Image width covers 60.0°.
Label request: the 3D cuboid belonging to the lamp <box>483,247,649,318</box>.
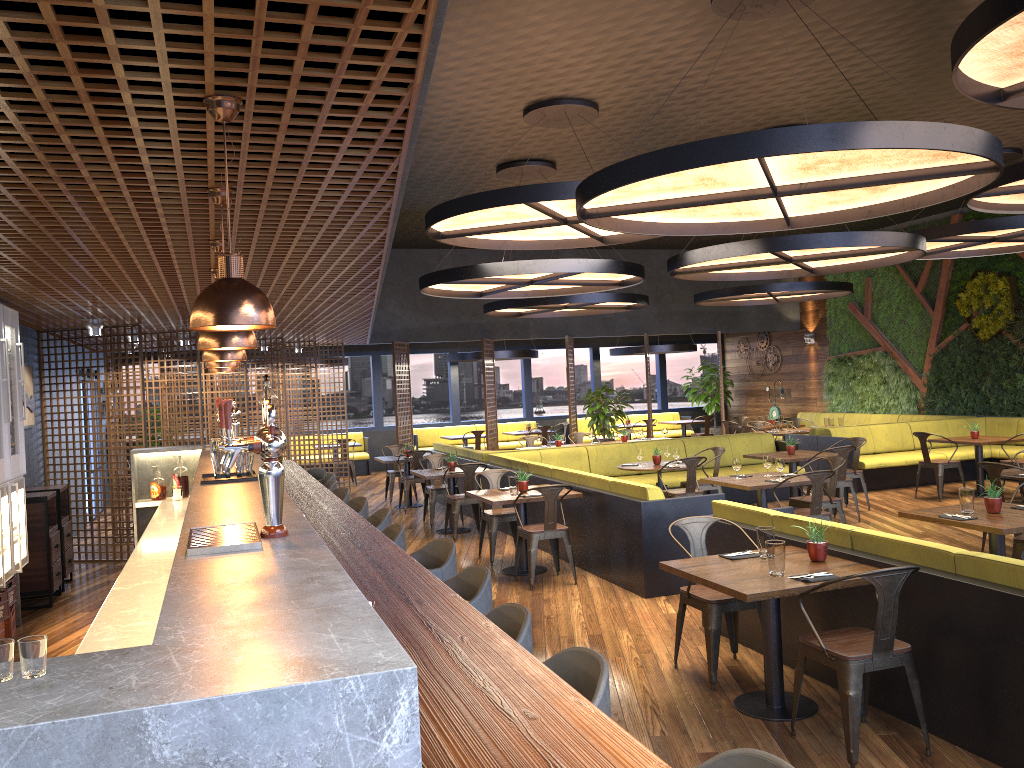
[{"bbox_3d":[0.873,-1.970,14.962,2.778,1.475,2.778,-3,0,-18],"label":"lamp"}]

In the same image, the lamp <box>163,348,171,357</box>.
[{"bbox_3d":[-5.722,-0.537,14.734,0.228,0.172,0.228,-3,0,-19],"label":"lamp"}]

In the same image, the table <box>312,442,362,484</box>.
[{"bbox_3d":[-3.512,1.602,17.844,0.887,0.763,0.906,-3,0,-19],"label":"table"}]

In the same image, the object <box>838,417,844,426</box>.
[{"bbox_3d":[5.828,0.682,15.695,0.102,0.178,0.102,-3,0,-33],"label":"object"}]

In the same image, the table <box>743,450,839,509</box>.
[{"bbox_3d":[3.567,1.268,11.178,0.887,0.763,0.906,-3,0,-19],"label":"table"}]

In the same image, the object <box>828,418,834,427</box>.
[{"bbox_3d":[5.592,0.693,15.526,0.102,0.178,0.102,-3,0,17],"label":"object"}]

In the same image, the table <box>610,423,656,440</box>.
[{"bbox_3d":[2.644,1.304,19.914,0.906,0.763,0.887,-3,0,-19],"label":"table"}]

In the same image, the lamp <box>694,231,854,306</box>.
[{"bbox_3d":[4.706,-2.232,16.165,2.778,1.362,2.778,-3,0,36],"label":"lamp"}]

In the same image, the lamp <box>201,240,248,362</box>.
[{"bbox_3d":[-1.629,-0.464,4.980,0.250,0.673,0.250,-3,0,14],"label":"lamp"}]

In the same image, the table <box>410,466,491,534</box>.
[{"bbox_3d":[-0.738,1.475,11.210,0.887,0.763,0.906,-3,0,-19],"label":"table"}]

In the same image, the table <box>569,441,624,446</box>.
[{"bbox_3d":[1.506,1.364,14.493,0.906,0.763,0.887,-3,0,-19],"label":"table"}]

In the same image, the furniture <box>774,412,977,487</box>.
[{"bbox_3d":[5.524,1.092,16.356,3.378,0.916,4.755,-3,0,-19],"label":"furniture"}]

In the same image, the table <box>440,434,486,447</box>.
[{"bbox_3d":[-0.955,1.478,18.702,0.887,0.763,0.906,-3,0,-19],"label":"table"}]

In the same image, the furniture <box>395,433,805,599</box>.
[{"bbox_3d":[1.865,1.274,11.654,4.895,0.914,7.462,-3,0,-23],"label":"furniture"}]

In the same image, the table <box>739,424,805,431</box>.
[{"bbox_3d":[5.082,1.189,17.315,0.887,0.763,0.906,-3,0,-19],"label":"table"}]

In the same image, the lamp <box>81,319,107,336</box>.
[{"bbox_3d":[-4.380,-0.597,9.307,0.228,0.172,0.228,-3,0,-19],"label":"lamp"}]

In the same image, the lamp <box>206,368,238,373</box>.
[{"bbox_3d":[-2.379,-0.430,7.220,0.250,0.673,0.250,-3,0,14],"label":"lamp"}]

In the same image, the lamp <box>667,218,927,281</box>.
[{"bbox_3d":[3.138,-2.075,10.063,2.778,1.475,2.778,-3,0,31],"label":"lamp"}]

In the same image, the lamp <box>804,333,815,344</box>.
[{"bbox_3d":[6.486,-0.992,19.431,0.189,0.215,0.215,-3,0,-19],"label":"lamp"}]

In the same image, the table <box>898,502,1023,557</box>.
[{"bbox_3d":[3.390,1.281,6.162,0.887,0.763,0.906,-3,0,-19],"label":"table"}]

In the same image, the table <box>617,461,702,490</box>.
[{"bbox_3d":[1.792,1.353,10.699,1.007,0.760,1.007,-3,0,19],"label":"table"}]

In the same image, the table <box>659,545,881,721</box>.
[{"bbox_3d":[1.433,1.377,4.826,0.906,0.763,0.887,-3,0,-19],"label":"table"}]

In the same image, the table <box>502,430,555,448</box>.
[{"bbox_3d":[0.371,1.414,19.151,0.906,0.763,0.887,-3,0,-19],"label":"table"}]

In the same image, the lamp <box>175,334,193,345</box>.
[{"bbox_3d":[-4.458,-0.596,12.068,0.228,0.172,0.228,-3,0,-19],"label":"lamp"}]

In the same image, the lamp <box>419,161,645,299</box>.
[{"bbox_3d":[0.212,-1.934,11.004,2.778,1.475,2.778,-3,0,-15],"label":"lamp"}]

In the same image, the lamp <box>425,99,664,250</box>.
[{"bbox_3d":[0.512,-2.124,8.785,2.778,1.159,2.778,-3,0,32],"label":"lamp"}]

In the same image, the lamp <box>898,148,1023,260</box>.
[{"bbox_3d":[6.279,-2.405,11.603,2.778,1.159,2.778,-3,0,-29],"label":"lamp"}]

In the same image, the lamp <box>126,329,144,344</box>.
[{"bbox_3d":[-4.651,-0.585,10.897,0.228,0.172,0.228,-3,0,-19],"label":"lamp"}]

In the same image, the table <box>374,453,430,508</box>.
[{"bbox_3d":[-1.599,1.514,13.769,0.887,0.763,0.906,-3,0,-19],"label":"table"}]

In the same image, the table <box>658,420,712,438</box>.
[{"bbox_3d":[3.970,1.239,20.355,0.887,0.763,0.906,-3,0,-19],"label":"table"}]

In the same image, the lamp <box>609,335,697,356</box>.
[{"bbox_3d":[3.175,-1.784,20.289,1.979,2.172,1.979,-3,0,-34],"label":"lamp"}]

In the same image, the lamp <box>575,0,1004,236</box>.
[{"bbox_3d":[1.804,-2.007,6.180,2.778,1.475,2.778,-3,0,36],"label":"lamp"}]

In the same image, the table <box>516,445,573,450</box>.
[{"bbox_3d":[0.647,1.405,14.205,0.906,0.763,0.887,-3,0,-19],"label":"table"}]

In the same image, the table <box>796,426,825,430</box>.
[{"bbox_3d":[5.669,1.162,15.731,0.887,0.763,0.906,-3,0,-19],"label":"table"}]

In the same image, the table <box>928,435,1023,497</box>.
[{"bbox_3d":[6.408,1.130,12.132,0.887,0.763,0.906,-3,0,-19],"label":"table"}]

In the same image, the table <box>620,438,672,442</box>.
[{"bbox_3d":[2.360,1.322,14.785,0.906,0.763,0.887,-3,0,-19],"label":"table"}]

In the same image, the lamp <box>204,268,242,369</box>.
[{"bbox_3d":[-1.995,-0.448,6.074,0.250,0.673,0.250,-3,0,14],"label":"lamp"}]

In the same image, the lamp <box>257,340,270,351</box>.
[{"bbox_3d":[-4.037,-0.618,14.398,0.228,0.172,0.228,-3,0,-19],"label":"lamp"}]

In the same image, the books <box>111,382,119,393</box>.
[{"bbox_3d":[-7.543,0.046,16.746,0.177,0.245,0.450,-3,0,-19],"label":"books"}]

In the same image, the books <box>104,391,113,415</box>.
[{"bbox_3d":[-7.308,0.323,16.110,0.223,0.489,0.286,-3,0,-27],"label":"books"}]

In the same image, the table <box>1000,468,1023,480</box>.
[{"bbox_3d":[5.052,1.198,8.192,1.007,0.760,1.007,-3,0,-31],"label":"table"}]

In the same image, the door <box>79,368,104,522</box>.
[{"bbox_3d":[-6.750,0.941,14.277,0.052,2.386,2.441,-3,0,-19],"label":"door"}]

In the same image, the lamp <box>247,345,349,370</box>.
[{"bbox_3d":[-4.329,-1.418,17.770,1.979,2.172,1.979,-3,0,-12],"label":"lamp"}]

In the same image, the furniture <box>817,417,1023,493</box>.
[{"bbox_3d":[6.994,1.026,11.959,3.372,0.914,4.503,-3,0,-19],"label":"furniture"}]

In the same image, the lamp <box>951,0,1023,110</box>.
[{"bbox_3d":[3.549,-2.266,4.086,2.778,1.159,2.778,-3,0,17],"label":"lamp"}]

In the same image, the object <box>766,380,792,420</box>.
[{"bbox_3d":[6.042,0.714,20.030,0.459,1.615,0.848,-3,0,-19],"label":"object"}]

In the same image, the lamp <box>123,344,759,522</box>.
[{"bbox_3d":[-0.994,0.509,13.248,9.057,2.714,3.017,-3,0,-18],"label":"lamp"}]

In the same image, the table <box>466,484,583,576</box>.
[{"bbox_3d":[0.120,1.436,8.650,0.887,0.763,0.906,-3,0,-19],"label":"table"}]

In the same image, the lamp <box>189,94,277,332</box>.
[{"bbox_3d":[-0.838,-0.500,2.618,0.250,0.673,0.250,-3,0,-31],"label":"lamp"}]

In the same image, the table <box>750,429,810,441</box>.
[{"bbox_3d":[4.785,1.205,15.434,0.887,0.763,0.906,-3,0,-19],"label":"table"}]

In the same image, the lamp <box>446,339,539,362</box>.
[{"bbox_3d":[-0.469,-1.605,19.066,1.979,2.172,1.979,-3,0,26],"label":"lamp"}]

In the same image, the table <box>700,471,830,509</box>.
[{"bbox_3d":[2.514,1.321,8.825,0.906,0.763,0.887,-3,0,-19],"label":"table"}]

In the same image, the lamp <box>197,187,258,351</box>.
[{"bbox_3d":[-1.217,-0.483,3.749,0.250,0.673,0.250,-3,0,14],"label":"lamp"}]

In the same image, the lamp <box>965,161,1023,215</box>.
[{"bbox_3d":[5.585,-2.368,7.937,2.778,1.159,2.778,-3,0,-41],"label":"lamp"}]

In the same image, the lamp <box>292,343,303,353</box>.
[{"bbox_3d":[-3.763,-0.633,15.604,0.228,0.172,0.228,-3,0,-19],"label":"lamp"}]
